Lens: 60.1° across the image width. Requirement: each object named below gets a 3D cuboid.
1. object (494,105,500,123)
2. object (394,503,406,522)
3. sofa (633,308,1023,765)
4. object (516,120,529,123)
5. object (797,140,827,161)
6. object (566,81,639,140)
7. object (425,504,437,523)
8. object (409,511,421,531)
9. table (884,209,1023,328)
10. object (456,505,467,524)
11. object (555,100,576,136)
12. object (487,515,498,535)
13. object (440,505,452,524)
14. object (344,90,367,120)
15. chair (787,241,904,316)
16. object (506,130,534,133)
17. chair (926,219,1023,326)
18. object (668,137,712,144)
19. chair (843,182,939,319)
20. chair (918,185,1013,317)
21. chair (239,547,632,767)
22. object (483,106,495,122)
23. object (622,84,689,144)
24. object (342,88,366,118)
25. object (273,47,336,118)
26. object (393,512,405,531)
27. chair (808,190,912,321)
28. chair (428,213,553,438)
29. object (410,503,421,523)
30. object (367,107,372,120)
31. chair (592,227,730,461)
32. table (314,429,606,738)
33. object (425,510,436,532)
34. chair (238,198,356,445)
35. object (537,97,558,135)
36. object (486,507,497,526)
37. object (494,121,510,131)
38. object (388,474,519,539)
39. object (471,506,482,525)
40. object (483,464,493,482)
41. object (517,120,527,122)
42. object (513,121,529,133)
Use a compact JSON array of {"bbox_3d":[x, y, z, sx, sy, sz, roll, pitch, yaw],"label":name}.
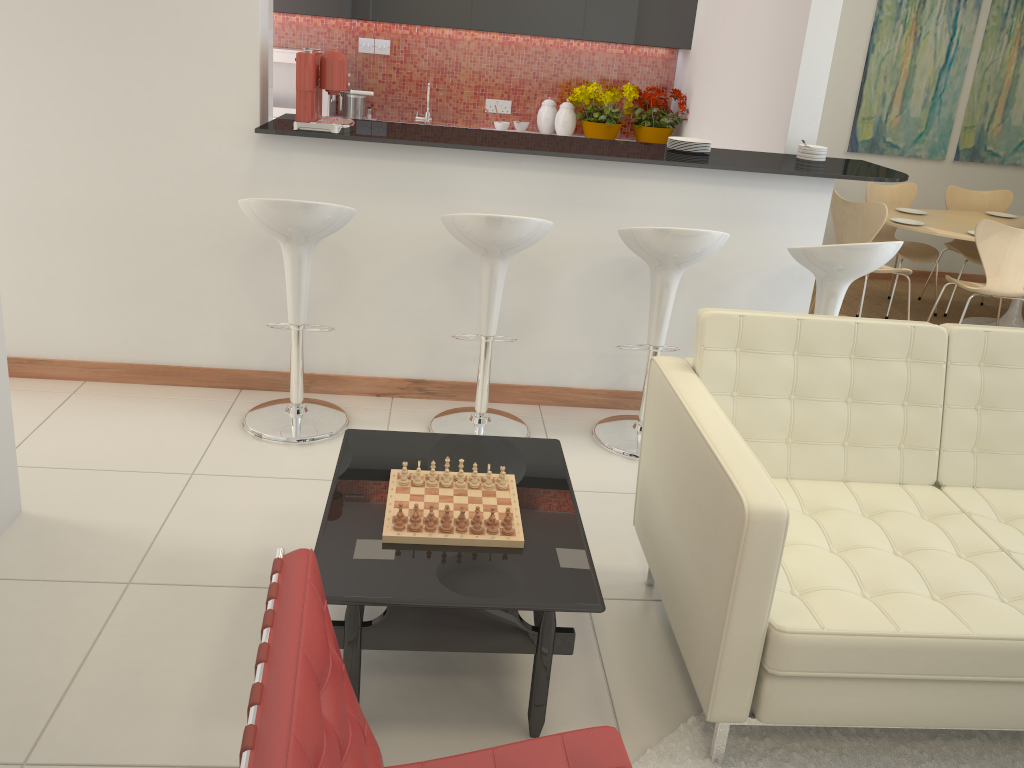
[{"bbox_3d":[-0.096,-1.963,6.568,0.009,0.192,0.141,-8,23,-34],"label":"object"},{"bbox_3d":[-0.290,0.332,2.302,0.030,0.049,0.030,6,19,2],"label":"object"},{"bbox_3d":[1.727,0.412,2.566,2.563,0.906,1.019,3,20,-5],"label":"sofa"},{"bbox_3d":[0.079,-1.978,6.672,0.008,0.008,0.237,14,23,22],"label":"object"},{"bbox_3d":[1.489,-1.176,4.428,0.173,0.096,0.142,1,21,-12],"label":"object"},{"bbox_3d":[0.661,-2.023,6.554,0.522,0.441,0.512,4,20,-3],"label":"object"},{"bbox_3d":[-0.210,0.336,2.309,0.030,0.049,0.030,6,19,2],"label":"object"},{"bbox_3d":[-0.247,0.348,2.268,0.030,0.051,0.030,6,19,2],"label":"object"},{"bbox_3d":[3.554,-0.713,6.168,2.261,0.716,1.304,3,21,-5],"label":"table"},{"bbox_3d":[-0.131,0.341,2.317,0.030,0.049,0.030,6,19,2],"label":"object"},{"bbox_3d":[0.398,-1.957,6.559,0.160,0.278,0.161,-12,26,-41],"label":"object"},{"bbox_3d":[-0.049,0.359,2.286,0.030,0.051,0.030,6,19,2],"label":"object"},{"bbox_3d":[-0.171,0.339,2.313,0.030,0.049,0.030,6,19,2],"label":"object"},{"bbox_3d":[-1.135,-2.018,6.448,0.172,0.212,0.175,10,20,12],"label":"object"},{"bbox_3d":[1.357,-0.175,3.879,0.457,1.003,0.473,-1,20,-19],"label":"chair"},{"bbox_3d":[0.064,-1.906,6.716,0.218,0.014,0.222,5,21,-1],"label":"object"},{"bbox_3d":[2.955,-0.588,5.472,0.521,0.891,0.525,6,19,2],"label":"chair"},{"bbox_3d":[0.861,-1.176,4.287,0.212,0.015,0.212,21,26,35],"label":"object"},{"bbox_3d":[2.820,-0.986,6.464,0.522,0.891,0.524,-4,21,-25],"label":"chair"},{"bbox_3d":[3.472,-0.985,6.612,0.521,0.891,0.525,5,19,-1],"label":"chair"},{"bbox_3d":[-0.080,0.784,1.349,0.706,0.802,0.713,2,20,-10],"label":"chair"},{"bbox_3d":[-0.137,-1.947,6.520,0.164,0.175,0.011,8,19,8],"label":"object"},{"bbox_3d":[1.079,-2.002,6.595,0.503,0.441,0.531,-4,22,-24],"label":"object"},{"bbox_3d":[-1.191,-2.107,6.664,0.172,0.212,0.175,10,20,12],"label":"object"},{"bbox_3d":[-1.658,-2.181,6.405,0.722,0.462,0.443,3,20,-5],"label":"object"},{"bbox_3d":[-0.288,0.350,2.265,0.030,0.043,0.030,6,19,2],"label":"object"},{"bbox_3d":[2.336,-0.783,5.830,0.516,0.891,0.530,-2,21,-20],"label":"chair"},{"bbox_3d":[-0.098,-0.254,3.742,0.457,1.003,0.473,7,19,5],"label":"chair"},{"bbox_3d":[-0.250,0.334,2.306,0.030,0.049,0.030,6,19,2],"label":"object"},{"bbox_3d":[-1.066,-2.025,6.619,0.037,0.091,0.038,3,19,-5],"label":"object"},{"bbox_3d":[0.629,-0.214,3.809,0.457,1.003,0.473,7,19,5],"label":"chair"},{"bbox_3d":[-0.176,0.526,2.523,0.700,0.415,0.934,3,21,-5],"label":"table"},{"bbox_3d":[-0.208,0.349,2.271,0.030,0.054,0.030,6,19,2],"label":"object"},{"bbox_3d":[-0.887,-0.297,3.670,0.457,1.003,0.473,7,19,5],"label":"chair"},{"bbox_3d":[0.270,-2.019,6.688,0.160,0.278,0.161,-12,26,-41],"label":"object"},{"bbox_3d":[-0.051,0.345,2.324,0.030,0.049,0.030,6,19,2],"label":"object"},{"bbox_3d":[-0.078,-1.890,6.535,0.121,0.082,0.123,10,21,13],"label":"object"},{"bbox_3d":[-0.160,0.324,2.417,0.346,0.001,0.356,3,21,-5],"label":"object"},{"bbox_3d":[-0.091,0.343,2.320,0.030,0.049,0.030,6,19,2],"label":"object"},{"bbox_3d":[-0.068,0.254,2.551,0.030,0.051,0.030,1,20,-12],"label":"object"},{"bbox_3d":[0.072,-1.989,6.698,0.008,0.008,0.237,12,22,17],"label":"object"},{"bbox_3d":[0.068,-1.943,6.704,0.121,0.082,0.122,-11,26,-38],"label":"object"}]
